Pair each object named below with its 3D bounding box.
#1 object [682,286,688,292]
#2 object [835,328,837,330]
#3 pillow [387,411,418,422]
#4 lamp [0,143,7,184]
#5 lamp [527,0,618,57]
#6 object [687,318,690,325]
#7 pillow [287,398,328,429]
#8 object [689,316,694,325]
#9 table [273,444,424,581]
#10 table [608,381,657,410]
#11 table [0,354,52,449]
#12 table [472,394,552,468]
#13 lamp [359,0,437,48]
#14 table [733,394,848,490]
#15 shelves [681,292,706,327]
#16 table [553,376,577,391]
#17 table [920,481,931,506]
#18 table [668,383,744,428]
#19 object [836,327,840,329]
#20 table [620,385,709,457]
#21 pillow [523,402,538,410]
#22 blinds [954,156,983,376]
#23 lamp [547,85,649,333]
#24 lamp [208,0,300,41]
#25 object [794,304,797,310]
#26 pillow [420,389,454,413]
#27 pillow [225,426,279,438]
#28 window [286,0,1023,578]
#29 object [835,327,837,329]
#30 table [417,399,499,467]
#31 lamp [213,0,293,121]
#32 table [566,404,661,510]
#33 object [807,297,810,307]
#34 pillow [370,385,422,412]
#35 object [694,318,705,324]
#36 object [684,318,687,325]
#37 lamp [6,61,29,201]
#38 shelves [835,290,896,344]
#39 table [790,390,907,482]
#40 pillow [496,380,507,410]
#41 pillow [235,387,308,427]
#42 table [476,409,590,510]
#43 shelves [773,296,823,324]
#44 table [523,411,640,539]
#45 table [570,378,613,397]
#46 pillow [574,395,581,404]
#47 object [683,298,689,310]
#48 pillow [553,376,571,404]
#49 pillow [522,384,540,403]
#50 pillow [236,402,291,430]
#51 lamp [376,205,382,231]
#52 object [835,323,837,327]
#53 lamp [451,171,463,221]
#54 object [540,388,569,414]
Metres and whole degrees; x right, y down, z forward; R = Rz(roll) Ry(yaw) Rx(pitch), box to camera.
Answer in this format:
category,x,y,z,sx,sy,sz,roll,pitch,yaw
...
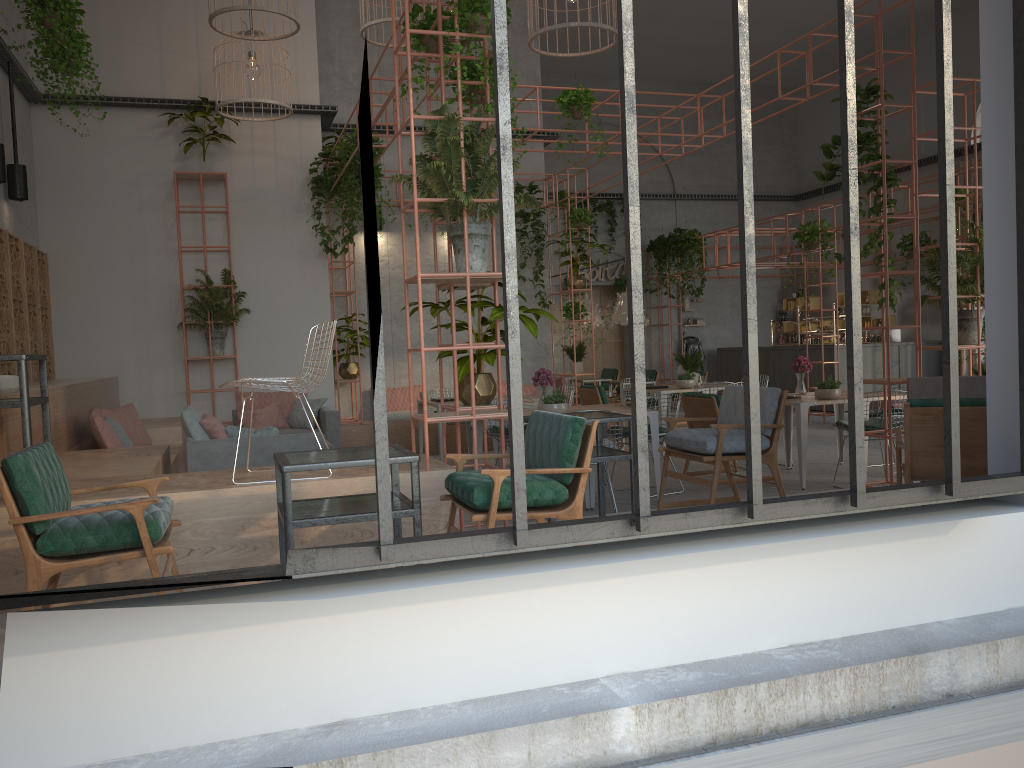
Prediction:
category,x,y,z,sx,sy,sz,roll,pitch,yaw
object,3.945,-2.167,20.169,0.133,0.145,0.133,-1,3,34
object,6.047,-1.049,16.724,0.151,0.052,0.097,-3,3,-15
pillow,-1.585,0.461,12.599,0.637,0.149,0.491,-3,3,-17
lamp,-4.909,-2.617,8.346,0.185,1.436,0.185,-1,3,23
lamp,0.524,-5.041,8.510,0.883,3.476,0.883,-1,3,35
object,4.022,-1.424,20.218,0.063,0.151,0.063,-4,3,-32
pillow,-2.379,0.339,10.162,0.495,0.349,0.308,-1,3,32
object,4.100,-1.456,20.251,0.081,0.204,0.081,-3,3,-17
table,-0.790,0.733,4.276,0.635,0.798,0.602,-3,3,-18
table,2.028,0.361,14.914,0.635,0.798,0.602,-3,3,-18
table,-2.933,0.249,4.883,0.635,0.798,0.602,-3,3,-18
table,-0.019,0.580,11.043,0.694,0.830,1.214,-3,3,-18
lamp,-1.331,-5.660,9.895,0.883,3.476,0.883,-1,3,35
table,2.874,0.556,9.043,0.694,0.830,1.205,-3,3,-18
shelves,4.149,-1.712,20.242,0.560,0.790,0.186,-3,3,-18
table,0.954,0.263,18.253,0.635,0.798,0.602,-3,3,-18
table,2.963,0.514,5.715,0.602,0.798,0.635,-1,3,22
table,2.666,0.430,11.902,0.694,0.830,1.214,-3,3,-18
object,6.116,-1.070,16.704,0.152,0.058,0.095,-4,3,-27
table,2.005,0.467,11.686,0.694,0.830,1.205,-3,3,-18
pillow,0.380,0.351,13.228,0.637,0.149,0.491,-3,3,-17
blinds,8.864,-1.837,14.376,0.414,4.389,4.957,-3,3,-17
lamp,1.326,-3.016,16.482,0.704,4.052,4.456,-3,3,-18
lamp,-2.659,-5.341,8.854,0.883,3.476,0.883,-1,3,35
object,6.471,-1.747,20.124,0.123,0.142,0.141,-3,3,-18
pillow,-1.033,0.274,13.193,0.666,0.385,0.289,-3,3,-22
pillow,-2.050,0.487,7.191,0.499,0.324,0.307,-2,3,17
window,0.128,-2.213,2.908,4.126,5.544,0.089,-3,3,-18
object,6.092,-1.059,16.726,0.132,0.051,0.099,-3,3,-20
table,-0.680,0.617,10.827,0.694,0.830,1.205,-3,3,-18
lamp,-3.134,-4.972,10.477,0.883,3.476,0.883,-1,3,35
table,0.817,0.656,8.440,0.694,0.830,1.214,-3,3,-18
object,6.644,-1.799,19.779,0.137,0.261,0.137,-2,3,18
pillow,-1.652,0.259,13.016,0.839,0.474,0.276,-4,3,-27
object,4.305,-1.434,20.318,0.219,0.149,0.129,-3,3,-18
object,3.954,-1.428,20.218,0.055,0.164,0.092,-2,2,1
lamp,-5.209,-2.644,9.277,0.185,1.436,0.179,-3,3,-18
shelves,7.173,-0.988,18.293,0.328,1.838,1.750,-3,3,-18
table,3.536,0.519,9.259,0.694,0.830,1.214,-3,3,-18
pillow,-0.421,0.192,13.364,0.839,0.474,0.276,-2,2,3
pillow,-2.796,0.302,10.366,0.836,0.476,0.273,-3,3,-17
table,0.158,0.693,8.224,0.694,0.830,1.205,-3,3,-18
shelves,6.586,-1.042,20.120,0.328,1.838,1.750,-3,3,-18
table,0.431,0.612,5.904,0.635,0.798,0.602,-3,3,-18
table,1.491,0.312,16.584,0.635,0.798,0.602,-3,3,-18
pillow,1.069,0.262,14.624,0.491,0.149,0.637,-3,3,-17
object,3.961,-1.864,20.191,0.136,0.336,0.145,-3,2,-4
pillow,0.692,0.103,14.385,0.276,0.474,0.839,-4,3,-27
pillow,0.187,0.206,13.583,0.666,0.385,0.289,-3,3,-22
pillow,-2.824,0.381,10.078,0.479,0.317,0.441,-4,3,-36
lamp,-1.995,-2.936,12.789,0.179,1.425,0.185,-3,3,-18
object,6.044,-1.094,16.659,0.142,0.087,0.094,-3,2,-10
lamp,-0.846,-3.000,13.157,0.179,1.425,0.185,-3,3,-18
object,0.369,0.162,7.856,0.247,0.247,0.252,-3,3,-18
